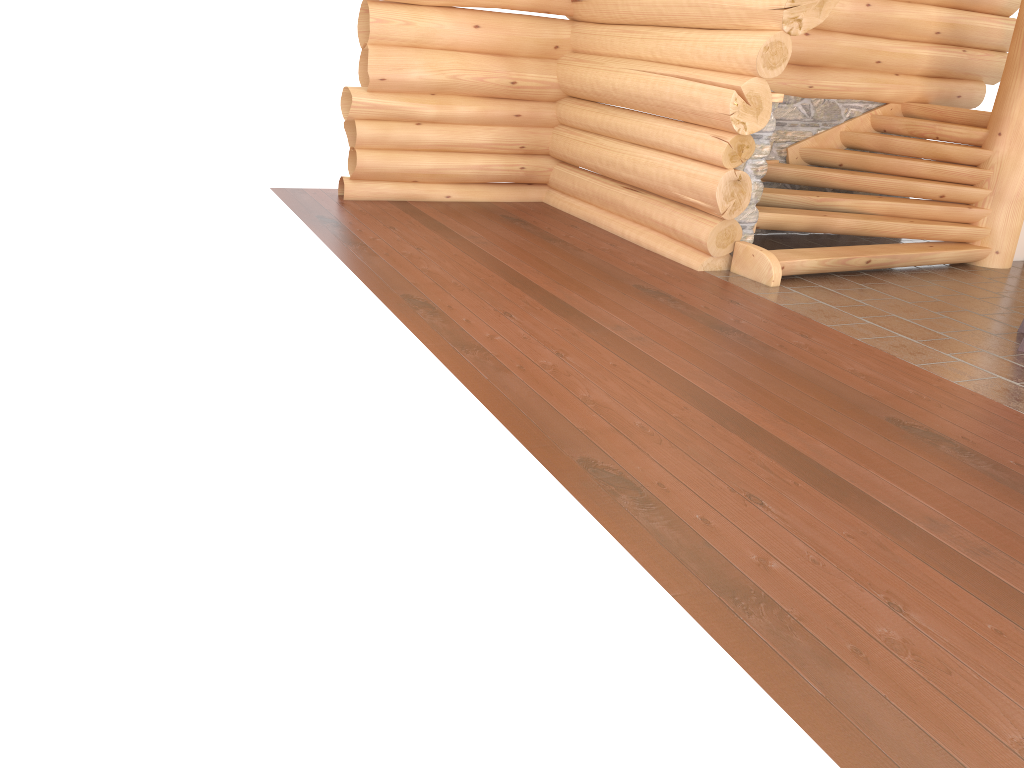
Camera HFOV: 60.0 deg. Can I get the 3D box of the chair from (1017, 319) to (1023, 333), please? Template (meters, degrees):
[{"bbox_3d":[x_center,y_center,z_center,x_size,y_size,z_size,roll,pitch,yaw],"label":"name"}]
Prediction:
[{"bbox_3d":[4.177,-0.981,6.525,0.406,1.319,0.504,-16,30,-42],"label":"chair"}]

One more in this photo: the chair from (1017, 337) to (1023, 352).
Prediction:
[{"bbox_3d":[3.908,-0.837,6.102,0.504,1.319,0.406,18,25,30],"label":"chair"}]

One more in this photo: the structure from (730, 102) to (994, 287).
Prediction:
[{"bbox_3d":[3.299,-2.131,8.783,3.604,1.643,1.951,-8,25,-30],"label":"structure"}]
